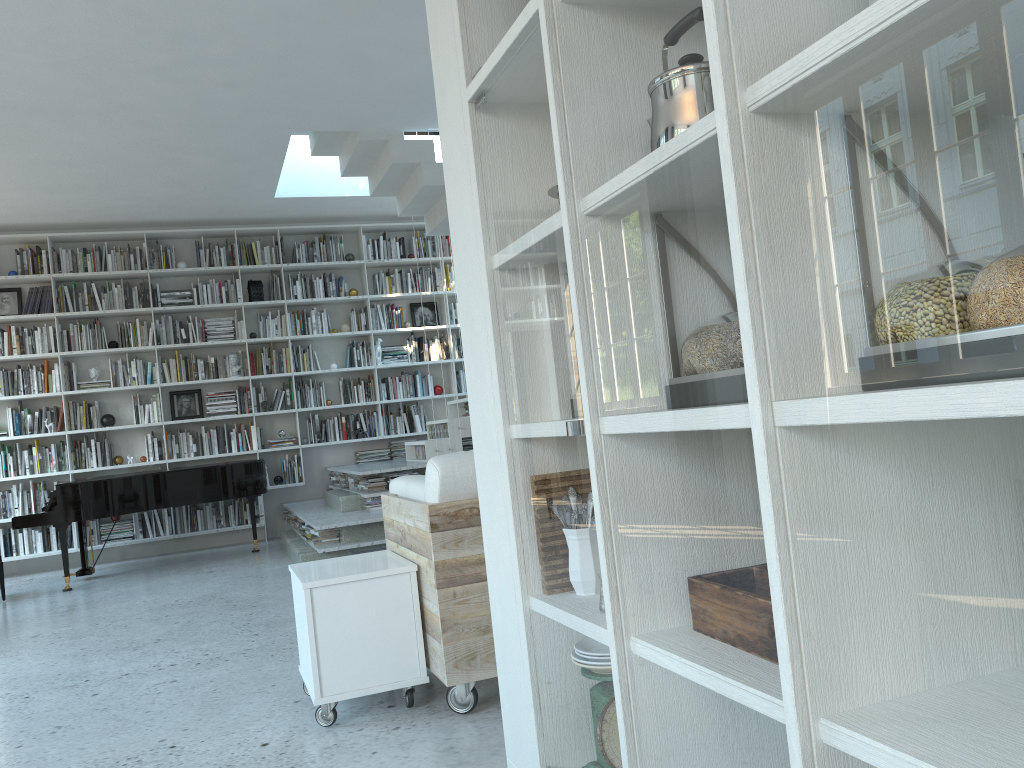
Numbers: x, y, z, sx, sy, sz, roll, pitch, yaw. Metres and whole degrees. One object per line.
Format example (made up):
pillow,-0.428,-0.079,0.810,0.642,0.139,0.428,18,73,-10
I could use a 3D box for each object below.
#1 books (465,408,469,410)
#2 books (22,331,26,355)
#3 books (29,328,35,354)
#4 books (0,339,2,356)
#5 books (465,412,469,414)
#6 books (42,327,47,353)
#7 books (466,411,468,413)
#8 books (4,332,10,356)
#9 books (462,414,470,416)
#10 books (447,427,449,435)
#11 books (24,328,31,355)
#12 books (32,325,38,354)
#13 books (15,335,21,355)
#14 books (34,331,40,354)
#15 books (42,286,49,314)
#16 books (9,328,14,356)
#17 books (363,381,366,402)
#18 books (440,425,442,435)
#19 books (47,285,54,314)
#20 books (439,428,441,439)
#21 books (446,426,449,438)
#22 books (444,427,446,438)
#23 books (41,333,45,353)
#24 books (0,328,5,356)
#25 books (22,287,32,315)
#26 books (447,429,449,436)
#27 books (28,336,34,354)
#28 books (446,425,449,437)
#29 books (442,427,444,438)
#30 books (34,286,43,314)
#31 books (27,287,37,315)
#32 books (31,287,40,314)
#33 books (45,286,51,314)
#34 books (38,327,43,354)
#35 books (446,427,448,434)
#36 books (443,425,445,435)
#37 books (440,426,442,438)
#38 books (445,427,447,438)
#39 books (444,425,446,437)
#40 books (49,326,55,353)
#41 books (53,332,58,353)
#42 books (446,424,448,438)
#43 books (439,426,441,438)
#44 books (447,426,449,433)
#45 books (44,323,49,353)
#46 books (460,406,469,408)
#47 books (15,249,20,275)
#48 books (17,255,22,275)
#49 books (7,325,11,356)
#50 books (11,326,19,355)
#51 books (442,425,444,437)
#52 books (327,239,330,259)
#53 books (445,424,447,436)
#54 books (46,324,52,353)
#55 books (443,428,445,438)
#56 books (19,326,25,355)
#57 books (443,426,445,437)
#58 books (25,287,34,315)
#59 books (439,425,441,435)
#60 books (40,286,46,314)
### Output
books,-0.357,0.234,8.682,0.140,0.022,0.181,-5,-2,-26
books,-4.562,-0.367,8.319,0.013,0.232,0.171,-6,-2,-19
books,-4.506,-0.386,8.358,0.035,0.260,0.131,-6,-2,-19
books,-4.752,-0.342,8.250,0.031,0.217,0.173,-6,-2,-19
books,-0.366,0.278,8.677,0.159,0.012,0.225,-6,-2,-11
books,-4.405,-0.399,8.392,0.024,0.266,0.155,-6,-2,-19
books,-0.354,0.263,8.682,0.145,0.015,0.166,-5,-2,-25
books,-4.707,-0.356,8.277,0.047,0.238,0.162,-6,-2,-19
books,-0.368,0.296,8.675,0.188,0.007,0.195,-5,-2,-22
books,-0.514,0.418,7.959,0.125,0.123,0.034,-6,-2,-19
books,-4.549,-0.382,8.339,0.029,0.260,0.158,-6,-2,-19
books,-4.479,-0.400,8.349,0.012,0.280,0.188,-6,-2,-19
books,-4.598,-0.346,8.288,0.029,0.195,0.192,-6,-2,-19
books,-4.456,-0.377,8.351,0.030,0.230,0.172,-6,-2,-19
books,-4.417,-0.775,8.420,0.078,0.285,0.174,-6,-2,-19
books,-4.658,-0.378,8.279,0.023,0.271,0.187,-6,-2,-19
books,-1.569,0.088,9.352,0.016,0.231,0.138,-6,-2,-19
books,-0.593,0.434,8.188,0.125,0.125,0.013,-6,-2,-19
books,-4.368,-0.781,8.418,0.078,0.285,0.174,-6,-2,-19
books,-0.611,0.438,8.240,0.125,0.125,0.013,-6,-2,-19
books,-0.522,0.420,7.982,0.125,0.123,0.035,-6,-2,-19
books,-0.551,0.425,8.066,0.125,0.125,0.008,-6,-2,-19
books,-4.417,-0.368,8.377,0.013,0.206,0.172,-6,-2,-19
books,-4.736,-0.371,8.263,0.014,0.272,0.180,-6,-2,-19
books,-4.556,-0.757,8.356,0.110,0.279,0.174,-6,-2,-19
books,-0.516,0.418,7.966,0.125,0.123,0.034,-6,-2,-19
books,-4.521,-0.348,8.345,0.022,0.186,0.136,-6,-2,-19
books,-0.519,0.419,7.974,0.125,0.123,0.036,-6,-2,-19
books,-0.574,0.430,8.133,0.125,0.125,0.007,-6,-2,-19
books,-4.461,-0.769,8.379,0.097,0.282,0.174,-6,-2,-19
books,-4.511,-0.762,8.363,0.110,0.279,0.174,-6,-2,-19
books,-4.495,-0.762,8.388,0.110,0.279,0.174,-6,-2,-19
books,-4.394,-0.778,8.424,0.078,0.285,0.174,-6,-2,-19
books,-4.432,-0.395,8.360,0.022,0.263,0.174,-6,-2,-19
books,-0.524,0.420,7.989,0.125,0.123,0.034,-6,-2,-19
books,-0.558,0.426,8.086,0.125,0.125,0.007,-6,-2,-19
books,-0.598,0.435,8.202,0.125,0.125,0.016,-6,-2,-19
books,-0.538,0.422,8.029,0.125,0.125,0.008,-6,-2,-19
books,-0.549,0.424,8.059,0.125,0.125,0.010,-6,-2,-19
books,-4.339,-0.405,8.395,0.035,0.263,0.178,-6,-2,-19
books,-4.293,-0.379,8.383,0.039,0.202,0.236,-6,-2,-19
books,-0.530,0.420,8.006,0.125,0.125,0.011,-6,-2,-19
books,-0.608,0.437,8.231,0.125,0.125,0.009,-6,-2,-19
books,-0.511,0.417,7.952,0.125,0.123,0.035,-6,-2,-19
books,-4.380,-0.415,8.372,0.012,0.291,0.182,-6,-2,-19
books,-0.383,0.214,8.675,0.198,0.006,0.188,-5,-2,-23
books,-4.649,-1.118,8.356,0.013,0.278,0.151,-6,-2,-19
books,-4.622,-1.091,8.350,0.028,0.218,0.153,-6,-2,-19
books,-4.683,-0.391,8.290,0.014,0.304,0.151,-6,-2,-19
books,-4.632,-0.388,8.283,0.030,0.285,0.185,-6,-2,-19
books,-0.571,0.429,8.125,0.125,0.125,0.008,-6,-2,-19
books,-1.935,-1.382,9.296,0.006,0.289,0.155,-6,-2,-19
books,-0.536,0.421,8.023,0.125,0.125,0.007,-6,-2,-19
books,-4.368,-0.415,8.389,0.022,0.289,0.169,-6,-2,-19
books,-0.563,0.427,8.101,0.125,0.125,0.009,-6,-2,-19
books,-4.586,-0.392,8.324,0.025,0.286,0.161,-6,-2,-19
books,-0.560,0.427,8.093,0.125,0.125,0.007,-6,-2,-19
books,-4.538,-0.758,8.372,0.110,0.279,0.174,-6,-2,-19
books,-0.605,0.437,8.222,0.125,0.125,0.011,-6,-2,-19
books,-4.436,-0.774,8.409,0.078,0.285,0.174,-6,-2,-19
